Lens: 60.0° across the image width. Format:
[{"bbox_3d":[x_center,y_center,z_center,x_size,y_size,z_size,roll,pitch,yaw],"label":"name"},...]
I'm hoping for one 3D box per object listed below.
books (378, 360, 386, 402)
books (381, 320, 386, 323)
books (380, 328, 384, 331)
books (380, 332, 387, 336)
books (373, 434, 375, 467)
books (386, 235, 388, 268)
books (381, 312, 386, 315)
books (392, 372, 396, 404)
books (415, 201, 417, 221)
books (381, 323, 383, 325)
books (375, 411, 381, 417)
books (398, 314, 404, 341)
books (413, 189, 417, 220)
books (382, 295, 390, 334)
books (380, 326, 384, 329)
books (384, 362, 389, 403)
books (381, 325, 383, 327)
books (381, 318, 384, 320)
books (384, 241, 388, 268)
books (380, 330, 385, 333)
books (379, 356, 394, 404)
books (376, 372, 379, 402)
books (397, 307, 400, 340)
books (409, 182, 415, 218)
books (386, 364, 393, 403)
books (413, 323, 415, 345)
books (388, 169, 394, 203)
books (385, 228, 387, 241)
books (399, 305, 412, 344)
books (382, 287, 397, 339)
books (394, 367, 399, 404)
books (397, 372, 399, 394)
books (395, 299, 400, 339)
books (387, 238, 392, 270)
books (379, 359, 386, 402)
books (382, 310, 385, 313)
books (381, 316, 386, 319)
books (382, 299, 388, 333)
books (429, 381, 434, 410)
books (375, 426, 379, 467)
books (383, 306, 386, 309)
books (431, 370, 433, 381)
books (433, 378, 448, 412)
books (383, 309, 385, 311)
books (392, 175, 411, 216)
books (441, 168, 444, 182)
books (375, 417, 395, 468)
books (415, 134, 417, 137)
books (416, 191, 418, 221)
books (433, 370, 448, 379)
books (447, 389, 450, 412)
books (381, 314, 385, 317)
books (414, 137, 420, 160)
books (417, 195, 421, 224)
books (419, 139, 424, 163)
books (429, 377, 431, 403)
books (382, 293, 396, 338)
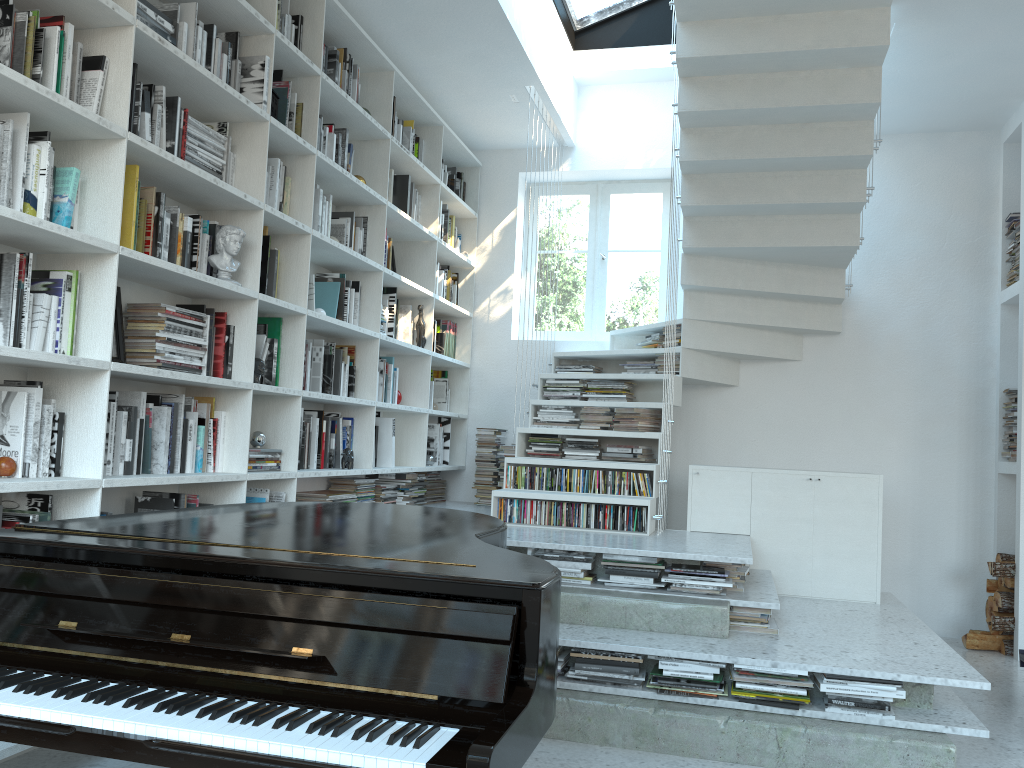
[{"bbox_3d":[-0.833,-0.015,5.138,0.191,0.255,0.028,2,-3,15],"label":"books"},{"bbox_3d":[-0.854,-0.375,5.103,0.161,0.012,0.254,1,-4,19],"label":"books"},{"bbox_3d":[-0.864,-0.327,5.098,0.161,0.012,0.254,2,-4,17],"label":"books"},{"bbox_3d":[-0.858,-0.302,5.095,0.159,0.012,0.285,1,-4,19],"label":"books"},{"bbox_3d":[-0.877,0.366,5.104,0.184,0.217,0.052,2,-3,15],"label":"books"},{"bbox_3d":[-0.813,-0.746,5.214,0.167,0.253,0.021,2,-3,15],"label":"books"},{"bbox_3d":[-0.858,-0.423,5.107,0.159,0.012,0.285,2,-4,17],"label":"books"},{"bbox_3d":[-0.797,0.028,5.347,0.189,0.200,0.030,2,-3,15],"label":"books"},{"bbox_3d":[-0.692,-1.068,5.655,0.158,0.234,0.022,2,-3,15],"label":"books"},{"bbox_3d":[-0.866,-0.363,5.102,0.161,0.012,0.254,2,-4,15],"label":"books"},{"bbox_3d":[-0.852,0.324,5.270,0.136,0.326,0.012,2,-3,15],"label":"books"},{"bbox_3d":[-0.757,-0.332,5.530,0.155,0.213,0.025,2,-3,15],"label":"books"},{"bbox_3d":[-0.692,-1.092,5.582,0.177,0.272,0.036,2,-3,15],"label":"books"},{"bbox_3d":[-0.815,-0.387,5.296,0.159,0.285,0.012,2,-3,15],"label":"books"},{"bbox_3d":[-0.863,-0.339,5.100,0.159,0.012,0.285,2,-4,13],"label":"books"},{"bbox_3d":[-0.818,-0.005,5.231,0.177,0.249,0.014,2,-3,15],"label":"books"},{"bbox_3d":[-0.856,-0.351,5.099,0.161,0.012,0.254,2,-4,10],"label":"books"},{"bbox_3d":[-0.858,-0.387,5.104,0.159,0.012,0.285,2,-4,12],"label":"books"},{"bbox_3d":[-0.815,-0.728,5.147,0.189,0.207,0.013,2,-3,15],"label":"books"},{"bbox_3d":[-0.860,-0.315,5.096,0.161,0.012,0.254,1,-4,18],"label":"books"},{"bbox_3d":[-0.801,-0.020,5.311,0.181,0.290,0.026,2,-3,15],"label":"books"},{"bbox_3d":[-0.858,0.018,5.101,0.186,0.181,0.028,2,-3,15],"label":"books"},{"bbox_3d":[-0.769,-0.353,5.443,0.147,0.242,0.031,2,-3,15],"label":"books"},{"bbox_3d":[-0.704,-1.108,5.530,0.180,0.294,0.022,2,-3,15],"label":"books"},{"bbox_3d":[-0.805,0.002,5.286,0.189,0.243,0.023,2,-3,15],"label":"books"},{"bbox_3d":[-0.705,-0.304,5.654,0.166,0.179,0.027,2,-3,15],"label":"books"},{"bbox_3d":[-0.784,-1.127,5.251,0.156,0.288,0.026,2,-3,15],"label":"books"},{"bbox_3d":[-0.821,-0.766,5.165,0.175,0.284,0.014,2,-3,15],"label":"books"},{"bbox_3d":[-0.727,-0.359,5.548,0.191,0.271,0.021,2,-3,15],"label":"books"},{"bbox_3d":[-0.782,-0.412,5.313,0.180,0.339,0.010,2,-3,15],"label":"books"},{"bbox_3d":[-0.787,0.015,5.411,0.181,0.235,0.025,2,-3,15],"label":"books"},{"bbox_3d":[-0.782,0.024,5.436,0.170,0.223,0.027,2,-3,15],"label":"books"},{"bbox_3d":[-0.776,-0.377,5.389,0.167,0.281,0.059,2,-3,15],"label":"books"},{"bbox_3d":[-0.797,-0.739,5.234,0.178,0.243,0.026,2,-3,15],"label":"books"},{"bbox_3d":[-0.829,-0.016,5.171,0.186,0.262,0.012,2,-3,15],"label":"books"},{"bbox_3d":[-0.858,-0.435,5.108,0.161,0.012,0.254,2,-4,17],"label":"books"},{"bbox_3d":[-0.859,-0.399,5.106,0.159,0.012,0.285,2,-4,17],"label":"books"},{"bbox_3d":[-0.817,-0.375,5.251,0.161,0.254,0.012,2,-3,15],"label":"books"},{"bbox_3d":[-0.619,0.081,6.031,0.174,0.205,0.021,2,-3,15],"label":"books"},{"bbox_3d":[-0.867,0.359,5.155,0.171,0.239,0.031,2,-3,15],"label":"books"},{"bbox_3d":[-0.857,-0.459,5.109,0.159,0.012,0.285,2,-4,17],"label":"books"},{"bbox_3d":[-0.622,0.043,6.051,0.161,0.284,0.011,2,-3,15],"label":"books"},{"bbox_3d":[-0.543,0.086,6.400,0.161,0.254,0.012,2,-3,15],"label":"books"},{"bbox_3d":[-0.857,-0.447,5.108,0.159,0.012,0.285,2,-4,13],"label":"books"},{"bbox_3d":[-0.730,-1.111,5.292,0.245,0.265,0.032,2,-3,15],"label":"books"},{"bbox_3d":[-0.557,-1.384,6.138,0.163,0.208,0.026,2,-3,15],"label":"books"},{"bbox_3d":[-0.812,0.339,5.197,0.255,0.291,0.075,2,-3,15],"label":"books"},{"bbox_3d":[-0.681,-1.457,5.678,0.136,0.279,0.025,2,-3,15],"label":"books"},{"bbox_3d":[-0.681,-1.091,5.678,0.147,0.284,0.026,2,-3,15],"label":"books"},{"bbox_3d":[-0.537,0.060,6.462,0.129,0.315,0.013,2,-3,15],"label":"books"},{"bbox_3d":[-0.532,0.124,6.415,0.167,0.181,0.028,2,-3,15],"label":"books"},{"bbox_3d":[-0.852,-0.411,5.104,0.159,0.012,0.285,2,-4,10],"label":"books"},{"bbox_3d":[-0.676,-1.440,5.604,0.186,0.235,0.018,2,-3,15],"label":"books"},{"bbox_3d":[-0.672,-1.079,5.705,0.169,0.265,0.031,2,-3,15],"label":"books"},{"bbox_3d":[-0.652,-1.444,5.728,0.163,0.263,0.026,2,-3,15],"label":"books"},{"bbox_3d":[-0.638,0.051,5.915,0.184,0.248,0.027,2,-3,15],"label":"books"},{"bbox_3d":[-0.787,-0.393,5.301,0.184,0.300,0.011,2,-3,15],"label":"books"}]
